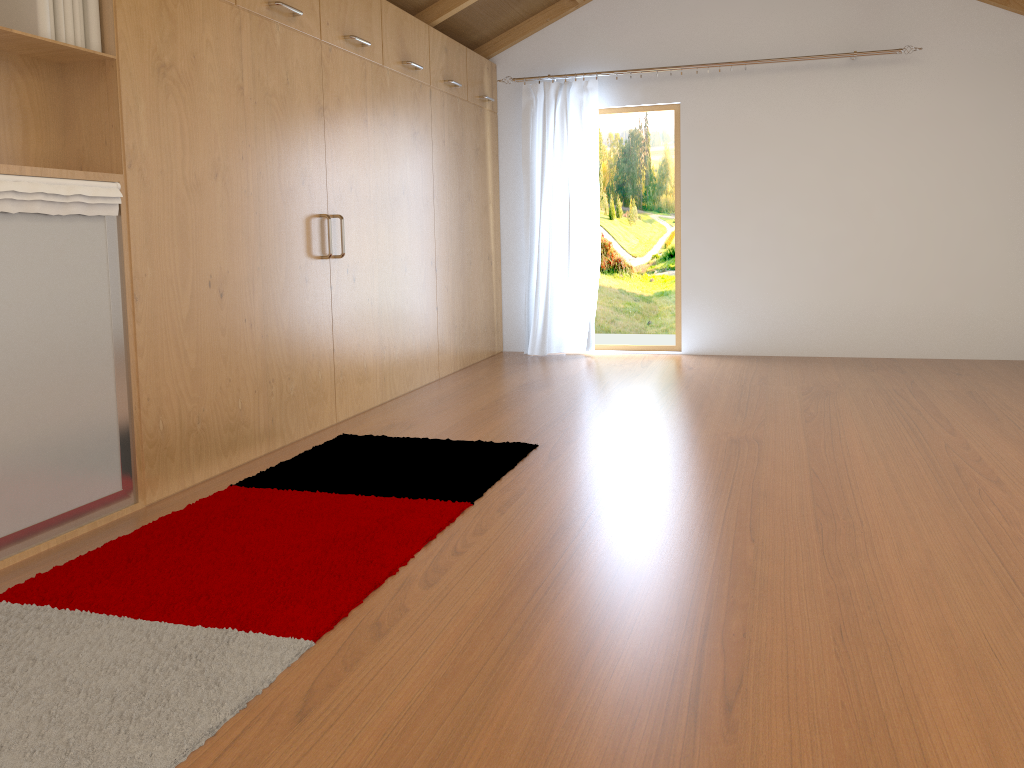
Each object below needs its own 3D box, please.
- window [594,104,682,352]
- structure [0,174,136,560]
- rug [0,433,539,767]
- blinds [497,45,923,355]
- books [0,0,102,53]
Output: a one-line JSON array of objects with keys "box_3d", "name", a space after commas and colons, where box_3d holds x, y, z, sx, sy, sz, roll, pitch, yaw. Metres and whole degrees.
[{"box_3d": [0.812, -1.133, 6.528, 0.874, 1.773, 0.026, 1, 5, 17], "name": "window"}, {"box_3d": [-1.485, -0.073, 2.611, 0.316, 1.071, 0.731, 0, 7, 17], "name": "structure"}, {"box_3d": [-0.868, 0.556, 2.090, 0.917, 0.011, 3.754, 2, 10, 17], "name": "rug"}, {"box_3d": [1.296, -1.207, 6.200, 2.848, 2.022, 0.234, 1, 6, 16], "name": "blinds"}, {"box_3d": [-1.829, -0.753, 1.390, 0.189, 0.652, 3.136, 0, 9, 17], "name": "books"}]
